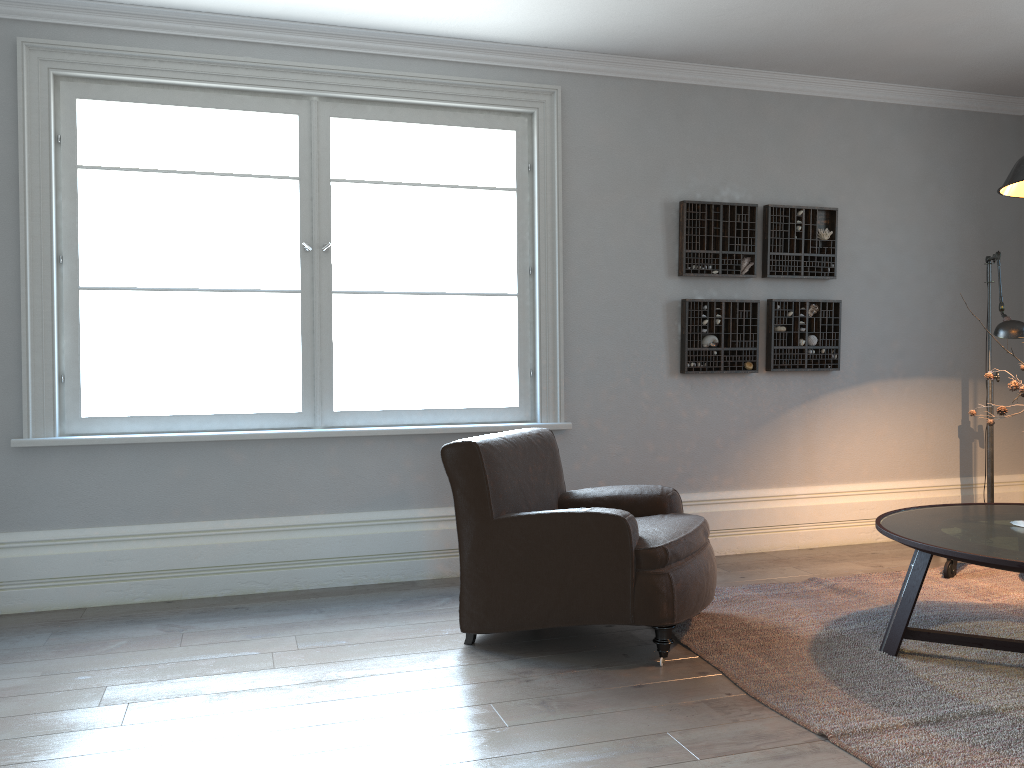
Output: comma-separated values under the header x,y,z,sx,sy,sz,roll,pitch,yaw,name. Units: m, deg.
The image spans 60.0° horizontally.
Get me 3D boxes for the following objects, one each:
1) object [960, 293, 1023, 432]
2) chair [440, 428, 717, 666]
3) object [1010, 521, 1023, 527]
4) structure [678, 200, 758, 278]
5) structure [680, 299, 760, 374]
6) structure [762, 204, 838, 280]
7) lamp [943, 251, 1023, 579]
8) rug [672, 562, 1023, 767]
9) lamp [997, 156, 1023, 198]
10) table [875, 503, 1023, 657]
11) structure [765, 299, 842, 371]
x,y,z,sx,sy,sz,roll,pitch,yaw,name
1.895,-0.028,2.876,0.853,1.066,0.525,0,1,44,object
0.318,0.601,3.596,0.970,0.795,0.807,0,1,24,chair
1.849,0.476,2.958,0.153,0.067,0.404,-1,1,0,object
1.157,-0.810,4.995,0.468,0.416,0.099,-1,1,-17,structure
1.174,-0.268,4.988,0.468,0.416,0.086,-1,1,-17,structure
1.676,-0.819,5.132,0.468,0.416,0.105,-1,1,-17,structure
2.693,0.140,4.791,0.797,1.644,1.864,0,1,20,lamp
1.980,0.945,2.988,2.400,0.090,2.819,-1,1,-17,rug
1.914,-1.210,2.981,0.504,1.076,0.504,0,1,30,lamp
1.934,0.751,3.003,1.300,0.503,1.300,-1,1,-24,table
1.698,-0.283,5.152,0.468,0.416,0.086,-1,1,-17,structure
